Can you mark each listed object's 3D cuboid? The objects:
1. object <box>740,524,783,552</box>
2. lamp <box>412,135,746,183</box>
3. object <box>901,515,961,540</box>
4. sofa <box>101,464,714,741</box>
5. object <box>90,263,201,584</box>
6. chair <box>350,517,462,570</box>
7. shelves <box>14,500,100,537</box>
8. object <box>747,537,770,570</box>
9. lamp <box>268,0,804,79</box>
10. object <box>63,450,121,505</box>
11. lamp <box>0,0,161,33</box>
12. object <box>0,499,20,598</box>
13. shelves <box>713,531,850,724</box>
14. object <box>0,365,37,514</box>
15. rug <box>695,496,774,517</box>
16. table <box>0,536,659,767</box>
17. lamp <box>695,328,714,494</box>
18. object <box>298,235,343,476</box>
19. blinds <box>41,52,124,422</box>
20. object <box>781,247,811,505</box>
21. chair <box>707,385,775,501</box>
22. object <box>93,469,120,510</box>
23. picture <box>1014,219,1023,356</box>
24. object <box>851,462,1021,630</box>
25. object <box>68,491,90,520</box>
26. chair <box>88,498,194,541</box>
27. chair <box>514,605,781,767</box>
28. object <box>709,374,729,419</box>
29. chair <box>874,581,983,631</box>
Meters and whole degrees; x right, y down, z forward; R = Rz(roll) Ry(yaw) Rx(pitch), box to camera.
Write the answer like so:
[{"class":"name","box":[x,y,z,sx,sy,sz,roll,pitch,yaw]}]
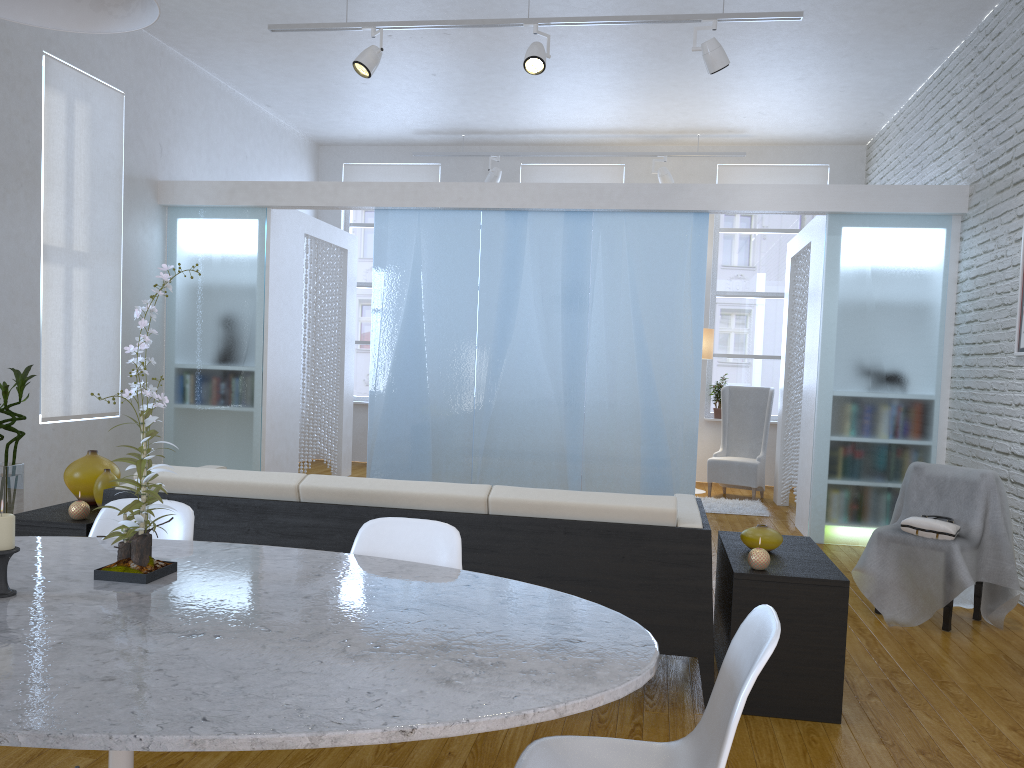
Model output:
[{"class":"object","box":[0.884,0.545,3.140,0.147,0.090,0.146,1,2,-39]},{"class":"lamp","box":[0.585,-2.078,8.312,3.117,0.487,0.197,2,3,8]},{"class":"object","box":[1.884,0.633,3.940,0.224,0.085,0.232,1,2,-45]},{"class":"sofa","box":[-0.241,0.650,4.019,5.335,0.680,9.713,2,1,9]},{"class":"object","box":[-0.752,0.074,1.760,0.166,0.639,0.202,5,4,37]},{"class":"chair","box":[-0.289,0.503,1.944,0.405,0.352,0.419,3,2,13]},{"class":"shelves","box":[-1.632,0.709,3.545,0.349,0.452,0.729,3,2,9]},{"class":"object","box":[0.794,0.542,2.847,0.071,0.104,0.071,4,3,36]},{"class":"lamp","box":[0.061,-2.023,5.126,3.117,0.487,0.204,2,3,7]},{"class":"object","box":[-1.680,0.374,3.548,0.207,0.216,0.206,0,3,-39]},{"class":"lamp","box":[-0.799,-1.455,1.507,0.399,1.540,0.399,1,3,-24]},{"class":"object","box":[-0.929,0.296,1.613,0.059,0.177,0.059,2,3,-6]},{"class":"shelves","box":[0.920,0.818,3.131,0.349,0.452,0.729,3,2,9]},{"class":"object","box":[-2.644,0.386,4.483,0.380,0.982,0.483,1,3,-18]},{"class":"rug","box":[1.495,0.951,7.116,1.095,0.047,0.755,2,1,9]},{"class":"table","box":[-0.713,0.705,1.617,1.909,0.624,1.069,2,2,8]},{"class":"lamp","box":[1.560,0.233,7.925,0.412,1.452,0.412,4,3,28]},{"class":"object","box":[-1.593,-0.172,7.363,0.051,2.019,0.922,3,3,9]},{"class":"blinds","box":[-2.640,-0.838,5.472,0.007,2.115,0.760,3,3,9]},{"class":"object","box":[2.185,-0.011,6.749,0.051,2.019,0.922,3,3,9]},{"class":"chair","box":[1.966,0.500,7.630,0.471,0.962,0.378,4,3,34]},{"class":"object","box":[-1.565,0.409,3.425,0.095,0.160,0.095,0,3,-39]},{"class":"picture","box":[2.520,-0.521,4.072,0.010,0.770,0.919,3,2,9]},{"class":"object","box":[1.917,0.719,4.019,0.635,0.688,0.644,0,3,-42]},{"class":"object","box":[-1.578,0.441,3.232,0.071,0.104,0.071,4,3,36]},{"class":"chair","box":[-0.956,0.474,2.075,0.405,0.352,0.419,3,2,9]},{"class":"chair","box":[0.208,0.534,1.449,0.419,0.352,0.405,3,2,11]},{"class":"object","box":[2.010,0.115,8.547,0.237,0.437,0.175,4,3,34]},{"class":"chair","box":[1.911,0.728,4.028,0.341,0.665,0.347,0,4,-40]}]
